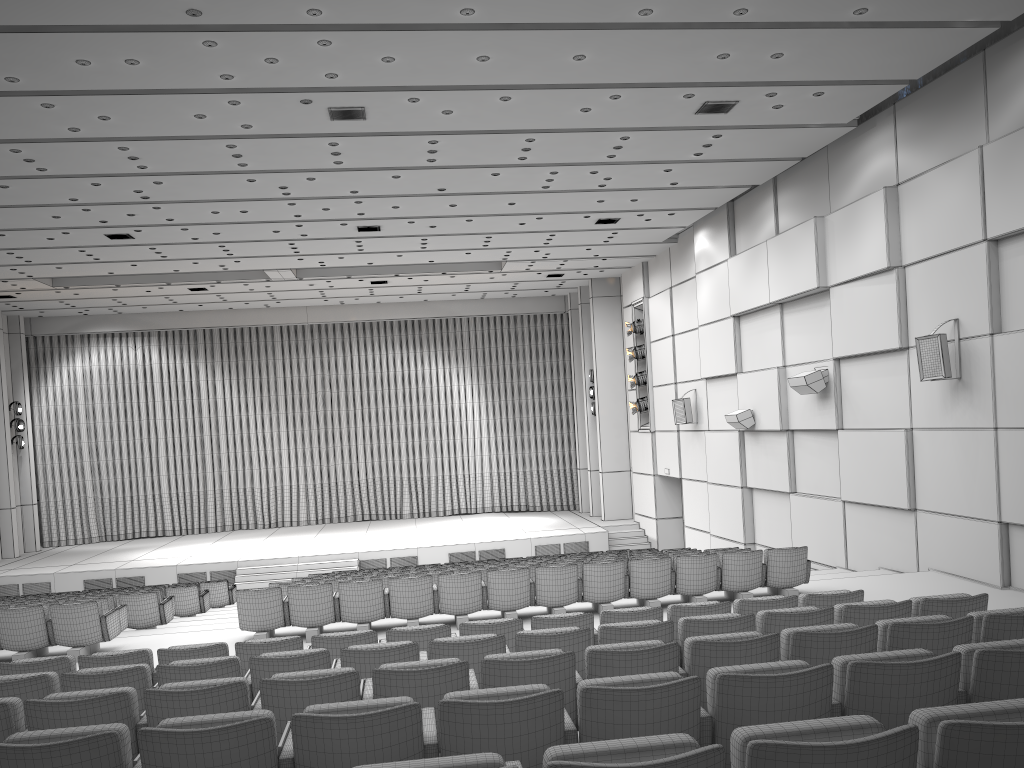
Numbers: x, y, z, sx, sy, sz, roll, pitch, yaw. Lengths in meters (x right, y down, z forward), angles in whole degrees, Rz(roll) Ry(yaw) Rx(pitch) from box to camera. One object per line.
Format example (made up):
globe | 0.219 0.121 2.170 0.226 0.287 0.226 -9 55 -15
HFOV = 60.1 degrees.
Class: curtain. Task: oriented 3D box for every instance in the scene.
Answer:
curtain | -5.921 1.112 27.167 16.123 6.527 1.429 -3 1 -7

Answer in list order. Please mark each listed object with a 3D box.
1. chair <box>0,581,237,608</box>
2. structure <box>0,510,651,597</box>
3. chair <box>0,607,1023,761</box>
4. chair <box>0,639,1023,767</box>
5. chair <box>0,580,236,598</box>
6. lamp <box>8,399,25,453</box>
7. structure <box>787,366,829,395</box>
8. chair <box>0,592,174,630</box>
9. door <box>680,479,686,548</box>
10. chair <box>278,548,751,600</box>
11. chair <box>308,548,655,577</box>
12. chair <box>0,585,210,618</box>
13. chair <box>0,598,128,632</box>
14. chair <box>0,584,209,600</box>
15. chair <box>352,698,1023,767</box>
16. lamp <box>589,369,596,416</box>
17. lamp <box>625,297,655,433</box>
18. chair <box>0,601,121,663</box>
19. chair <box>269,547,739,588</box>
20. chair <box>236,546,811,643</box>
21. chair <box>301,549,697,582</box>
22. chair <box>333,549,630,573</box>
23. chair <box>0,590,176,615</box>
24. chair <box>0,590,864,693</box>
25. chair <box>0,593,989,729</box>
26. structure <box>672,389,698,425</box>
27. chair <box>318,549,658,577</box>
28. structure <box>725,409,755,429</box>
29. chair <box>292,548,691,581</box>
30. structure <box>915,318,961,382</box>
chair | -8.383 4.052 15.875 6.597 0.622 0.612 -3 -1 -7
structure | -5.291 4.630 24.149 17.811 0.846 8.322 -3 -3 -7
chair | -3.443 1.889 4.328 13.194 0.622 0.612 -3 -1 -7
chair | -3.295 1.681 3.235 13.743 0.622 0.612 -3 -1 -7
chair | -8.453 4.256 16.984 6.047 0.622 0.612 -3 -1 -7
lamp | -13.497 1.132 24.033 0.436 1.479 0.385 -3 1 -2
structure | 4.652 -0.051 13.829 0.470 0.417 0.520 -3 -1 -11
chair | -7.899 3.224 11.491 6.597 0.622 0.612 -3 -1 -7
door | 4.322 3.269 21.115 0.085 2.180 1.698 -4 0 -7
chair | 0.145 2.598 11.326 6.047 0.622 0.612 -3 -1 -7
chair | -0.476 3.633 16.804 6.597 0.622 0.612 -3 -1 -7
chair | -8.141 3.638 13.683 6.597 0.622 0.612 -3 -1 -7
chair | -7.761 3.016 10.397 6.047 0.622 0.612 -3 -1 -7
chair | -8.245 3.844 14.781 6.047 0.622 0.612 -3 -1 -7
chair | -3.201 1.476 2.136 13.194 0.622 0.612 -3 -1 -7
lamp | 2.368 0.238 24.694 0.436 1.479 0.385 -4 1 -11
lamp | 3.276 -0.449 22.214 0.755 3.343 1.021 -4 1 -11
chair | -7.657 2.810 9.298 6.597 0.622 0.612 -3 -1 -7
chair | 0.007 2.805 12.420 6.597 0.622 0.612 -3 -1 -7
chair | 0.249 2.392 10.227 6.597 0.622 0.612 -3 -1 -7
chair | -0.097 3.011 13.518 6.047 0.622 0.612 -3 -1 -7
chair | -0.546 3.837 17.912 6.047 0.622 0.612 -3 -1 -7
chair | -8.003 3.430 12.589 6.047 0.622 0.612 -3 -1 -7
chair | -3.685 2.303 6.520 13.194 0.622 0.612 -3 -1 -7
chair | -3.537 2.095 5.427 13.743 0.622 0.612 -3 -1 -7
structure | 3.734 0.496 19.059 0.409 0.745 0.409 -3 1 41
chair | -0.338 3.425 15.710 6.047 0.622 0.612 -3 -1 -7
structure | 4.255 0.623 16.341 0.470 0.417 0.520 -3 -1 -10
chair | -0.235 3.219 14.612 6.597 0.622 0.612 -3 -1 -7
structure | 5.194 -0.412 10.783 0.409 0.745 0.409 -3 1 41
